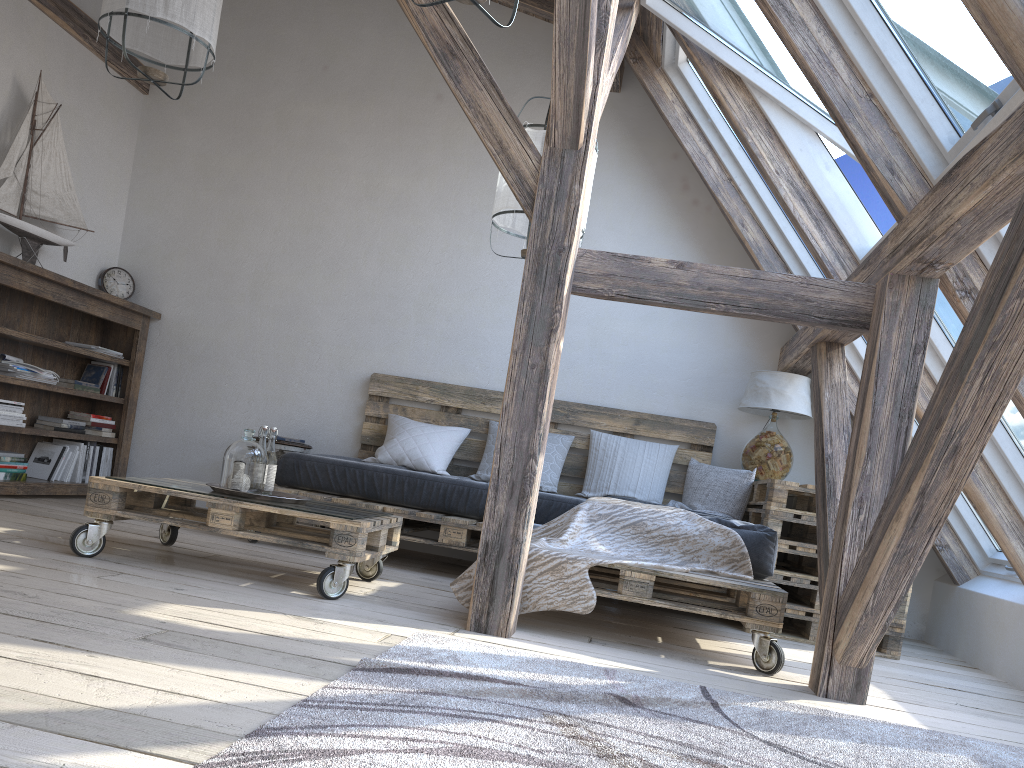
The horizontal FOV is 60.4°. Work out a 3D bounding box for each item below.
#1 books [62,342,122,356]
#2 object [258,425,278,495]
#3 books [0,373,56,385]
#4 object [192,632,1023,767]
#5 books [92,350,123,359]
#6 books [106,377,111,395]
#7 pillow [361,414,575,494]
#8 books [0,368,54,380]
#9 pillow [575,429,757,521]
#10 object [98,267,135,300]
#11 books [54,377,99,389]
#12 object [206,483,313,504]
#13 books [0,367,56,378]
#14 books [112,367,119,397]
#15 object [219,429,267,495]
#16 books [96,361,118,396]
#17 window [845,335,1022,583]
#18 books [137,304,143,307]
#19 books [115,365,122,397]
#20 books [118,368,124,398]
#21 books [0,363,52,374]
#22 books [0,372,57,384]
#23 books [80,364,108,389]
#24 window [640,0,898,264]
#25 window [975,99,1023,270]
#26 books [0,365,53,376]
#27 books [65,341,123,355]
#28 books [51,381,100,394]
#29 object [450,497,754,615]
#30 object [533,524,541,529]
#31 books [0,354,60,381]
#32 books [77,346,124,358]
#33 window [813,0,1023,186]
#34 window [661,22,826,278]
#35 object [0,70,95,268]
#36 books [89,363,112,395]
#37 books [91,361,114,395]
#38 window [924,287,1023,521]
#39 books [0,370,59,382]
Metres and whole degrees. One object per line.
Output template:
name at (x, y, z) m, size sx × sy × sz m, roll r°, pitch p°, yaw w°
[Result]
books at (-2.457, -0.204, 5.156) m, size 0.203 × 0.009 × 0.260 m, roll 8°, pitch -6°, yaw 15°
object at (-0.967, 0.298, 3.435) m, size 0.071 × 0.267 × 0.154 m, roll 9°, pitch -1°, yaw 9°
books at (-2.548, -0.030, 4.566) m, size 0.203 × 0.009 × 0.260 m, roll 7°, pitch -6°, yaw 17°
object at (0.543, 0.685, 0.962) m, size 2.181 × 0.056 × 3.213 m, roll 8°, pitch -6°, yaw 9°
books at (-2.449, -0.183, 5.175) m, size 0.204 × 0.009 × 0.259 m, roll 9°, pitch -6°, yaw 3°
books at (-2.475, -0.021, 5.301) m, size 0.116 × 0.172 × 0.018 m, roll 9°, pitch 1°, yaw 8°
pillow at (-0.239, 0.353, 4.929) m, size 1.126 × 0.355 × 0.353 m, roll 8°, pitch -3°, yaw 8°
books at (-2.557, -0.058, 4.558) m, size 0.203 × 0.009 × 0.261 m, roll 6°, pitch -7°, yaw 25°
pillow at (0.842, 0.501, 4.804) m, size 0.961 × 0.399 × 0.390 m, roll 7°, pitch -3°, yaw 25°
object at (-2.416, -0.608, 5.382) m, size 0.081 × 0.209 × 0.207 m, roll 9°, pitch -2°, yaw 45°
books at (-2.505, -0.007, 5.056) m, size 0.149 × 0.021 × 0.206 m, roll 8°, pitch -6°, yaw 13°
object at (-0.959, 0.418, 3.343) m, size 0.392 × 0.021 × 0.399 m, roll 6°, pitch -7°, yaw 28°
books at (-2.548, -0.065, 4.568) m, size 0.203 × 0.009 × 0.260 m, roll 8°, pitch -6°, yaw 15°
books at (-2.464, -0.022, 5.341) m, size 0.139 × 0.185 × 0.020 m, roll 9°, pitch 1°, yaw 8°
object at (-0.993, 0.288, 3.272) m, size 0.157 × 0.247 × 0.155 m, roll 10°, pitch -1°, yaw -23°
books at (-2.465, -0.032, 5.321) m, size 0.135 × 0.201 × 0.021 m, roll 9°, pitch 1°, yaw 8°
window at (1.961, 0.206, 4.057) m, size 1.093 × 1.275 × 0.859 m, roll 9°, pitch -1°, yaw 9°
books at (-2.396, -0.488, 5.380) m, size 0.235 × 0.025 × 0.179 m, roll 8°, pitch -6°, yaw 9°
books at (-2.451, -0.025, 5.360) m, size 0.136 × 0.200 × 0.021 m, roll 9°, pitch 1°, yaw 8°
books at (-2.457, -0.016, 5.389) m, size 0.139 × 0.185 × 0.020 m, roll 9°, pitch 1°, yaw 8°
books at (-2.564, -0.086, 4.557) m, size 0.203 × 0.009 × 0.261 m, roll 7°, pitch -6°, yaw 20°
books at (-2.545, -0.037, 4.575) m, size 0.204 × 0.009 × 0.260 m, roll 8°, pitch -6°, yaw 13°
books at (-2.484, -0.032, 5.210) m, size 0.131 × 0.172 × 0.082 m, roll 9°, pitch 0°, yaw 9°
window at (1.092, -1.223, 3.259) m, size 1.346 × 1.275 × 0.859 m, roll 9°, pitch -1°, yaw 8°
window at (1.699, -0.031, 2.236) m, size 1.093 × 1.275 × 0.859 m, roll 9°, pitch -1°, yaw 9°
books at (-2.560, -0.076, 4.561) m, size 0.203 × 0.009 × 0.260 m, roll 8°, pitch -6°, yaw 15°
books at (-2.450, -0.210, 5.167) m, size 0.204 × 0.009 × 0.260 m, roll 9°, pitch -6°, yaw 5°
books at (-2.513, 0.018, 5.065) m, size 0.161 × 0.030 × 0.221 m, roll 8°, pitch -6°, yaw 12°
object at (0.359, 0.655, 3.234) m, size 0.804 × 0.473 × 1.022 m, roll 6°, pitch -6°, yaw 38°
object at (0.192, 0.797, 4.033) m, size 0.506 × 0.276 × 0.710 m, roll 10°, pitch -5°, yaw -7°
books at (-2.524, -0.085, 4.609) m, size 0.222 × 0.088 × 0.261 m, roll 10°, pitch -5°, yaw -11°
books at (-2.446, -0.190, 5.189) m, size 0.204 × 0.009 × 0.259 m, roll 9°, pitch -6°, yaw 0°
window at (0.916, -1.349, 2.355) m, size 1.093 × 1.275 × 0.859 m, roll 9°, pitch -1°, yaw 9°
window at (1.179, -1.111, 4.176) m, size 1.093 × 1.275 × 0.859 m, roll 9°, pitch -1°, yaw 9°
object at (-2.410, -1.068, 4.555) m, size 0.140 × 0.991 × 0.795 m, roll 9°, pitch -2°, yaw 14°
books at (-2.476, -0.029, 5.243) m, size 0.139 × 0.176 × 0.059 m, roll 9°, pitch 0°, yaw 7°
books at (-2.476, -0.035, 5.268) m, size 0.138 × 0.191 × 0.050 m, roll 9°, pitch 1°, yaw 8°
window at (1.830, 0.088, 3.146) m, size 1.093 × 1.275 × 0.859 m, roll 9°, pitch -1°, yaw 9°
books at (-2.540, -0.044, 4.589) m, size 0.204 × 0.009 × 0.260 m, roll 8°, pitch -6°, yaw 10°
